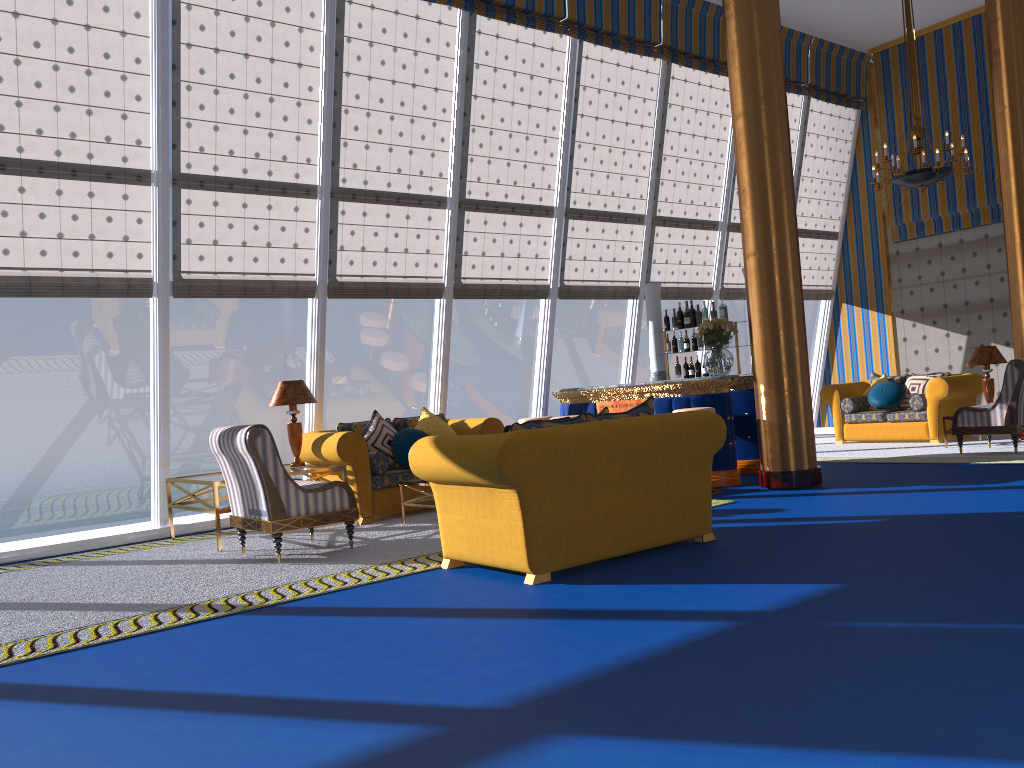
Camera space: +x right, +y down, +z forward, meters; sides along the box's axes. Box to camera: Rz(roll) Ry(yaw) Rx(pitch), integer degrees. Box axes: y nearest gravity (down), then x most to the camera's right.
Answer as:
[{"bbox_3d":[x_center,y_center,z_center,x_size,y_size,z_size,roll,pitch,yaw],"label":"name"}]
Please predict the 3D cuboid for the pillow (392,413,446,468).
[{"bbox_3d":[-0.927,0.587,8.953,0.617,0.546,0.244,-4,0,-41],"label":"pillow"}]

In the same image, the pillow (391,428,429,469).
[{"bbox_3d":[-0.923,0.618,8.426,0.477,0.404,0.317,-5,0,-25],"label":"pillow"}]

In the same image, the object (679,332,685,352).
[{"bbox_3d":[1.896,-0.471,9.926,0.058,0.230,0.059,-5,0,11],"label":"object"}]

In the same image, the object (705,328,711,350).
[{"bbox_3d":[2.137,-0.494,9.704,0.071,0.232,0.072,-5,0,31],"label":"object"}]

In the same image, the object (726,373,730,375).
[{"bbox_3d":[2.316,-0.222,9.612,0.062,0.258,0.061,-5,0,-38],"label":"object"}]

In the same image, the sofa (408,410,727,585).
[{"bbox_3d":[0.404,0.658,5.646,1.866,0.854,1.001,-4,-1,-37],"label":"sofa"}]

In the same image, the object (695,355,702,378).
[{"bbox_3d":[2.056,-0.195,9.800,0.065,0.244,0.066,-5,0,33],"label":"object"}]

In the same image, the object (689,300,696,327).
[{"bbox_3d":[1.998,-0.777,9.822,0.082,0.303,0.081,-5,0,-21],"label":"object"}]

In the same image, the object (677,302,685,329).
[{"bbox_3d":[1.884,-0.765,9.927,0.082,0.303,0.080,-5,0,-33],"label":"object"}]

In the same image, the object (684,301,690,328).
[{"bbox_3d":[1.949,-0.771,9.844,0.086,0.302,0.084,-5,0,-44],"label":"object"}]

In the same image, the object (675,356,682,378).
[{"bbox_3d":[1.866,-0.191,9.975,0.070,0.242,0.072,-5,0,34],"label":"object"}]

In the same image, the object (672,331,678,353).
[{"bbox_3d":[1.831,-0.472,9.985,0.065,0.244,0.066,-5,0,33],"label":"object"}]

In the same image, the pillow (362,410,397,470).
[{"bbox_3d":[-1.208,0.548,8.422,0.698,0.619,0.278,-4,0,-41],"label":"pillow"}]

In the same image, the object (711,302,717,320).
[{"bbox_3d":[2.192,-0.769,9.629,0.072,0.246,0.072,-5,0,11],"label":"object"}]

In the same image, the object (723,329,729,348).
[{"bbox_3d":[2.293,-0.513,9.545,0.072,0.244,0.071,-5,0,-18],"label":"object"}]

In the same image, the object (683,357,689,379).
[{"bbox_3d":[1.949,-0.181,9.928,0.066,0.244,0.065,-5,0,-34],"label":"object"}]

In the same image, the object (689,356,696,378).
[{"bbox_3d":[1.999,-0.186,9.867,0.068,0.244,0.069,-5,0,33],"label":"object"}]

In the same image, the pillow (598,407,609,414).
[{"bbox_3d":[0.542,0.399,5.815,0.617,0.491,0.230,-4,0,-33],"label":"pillow"}]

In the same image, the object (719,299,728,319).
[{"bbox_3d":[2.282,-0.786,9.578,0.091,0.259,0.092,-5,0,35],"label":"object"}]

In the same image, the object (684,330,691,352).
[{"bbox_3d":[1.945,-0.480,9.865,0.068,0.244,0.069,-5,0,33],"label":"object"}]

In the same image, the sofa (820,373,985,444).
[{"bbox_3d":[5.228,0.341,11.898,1.021,0.854,1.829,-4,-1,-37],"label":"sofa"}]

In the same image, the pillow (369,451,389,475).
[{"bbox_3d":[-1.287,0.720,8.108,0.176,0.219,0.369,-4,-1,-38],"label":"pillow"}]

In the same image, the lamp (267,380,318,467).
[{"bbox_3d":[-1.986,0.362,8.098,0.450,0.783,0.443,-5,0,-23],"label":"lamp"}]

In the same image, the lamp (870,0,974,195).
[{"bbox_3d":[4.503,-3.326,9.939,1.050,2.421,1.068,-5,0,29],"label":"lamp"}]

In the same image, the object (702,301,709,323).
[{"bbox_3d":[2.106,-0.772,9.675,0.070,0.271,0.068,-5,0,-28],"label":"object"}]

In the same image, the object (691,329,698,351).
[{"bbox_3d":[2.016,-0.490,9.801,0.065,0.244,0.066,-5,0,33],"label":"object"}]

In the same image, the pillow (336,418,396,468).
[{"bbox_3d":[-1.406,0.620,8.573,0.614,0.549,0.244,-4,0,-41],"label":"pillow"}]

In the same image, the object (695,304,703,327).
[{"bbox_3d":[2.053,-0.752,9.755,0.076,0.247,0.076,-5,0,16],"label":"object"}]

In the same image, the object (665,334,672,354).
[{"bbox_3d":[1.765,-0.455,10.029,0.065,0.225,0.066,-5,0,21],"label":"object"}]

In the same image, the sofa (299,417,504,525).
[{"bbox_3d":[-1.071,0.807,8.670,1.864,0.854,0.991,-4,-1,-38],"label":"sofa"}]

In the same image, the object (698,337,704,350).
[{"bbox_3d":[2.067,-0.492,9.742,0.056,0.239,0.057,-5,0,26],"label":"object"}]

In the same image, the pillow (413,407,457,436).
[{"bbox_3d":[-0.778,0.513,8.761,0.580,0.583,0.327,-5,0,-18],"label":"pillow"}]

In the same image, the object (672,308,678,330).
[{"bbox_3d":[1.849,-0.734,10.068,0.072,0.246,0.072,-5,0,11],"label":"object"}]

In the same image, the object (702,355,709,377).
[{"bbox_3d":[2.127,-0.202,9.752,0.068,0.244,0.069,-5,0,33],"label":"object"}]

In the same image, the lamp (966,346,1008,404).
[{"bbox_3d":[5.661,-0.056,10.548,0.442,0.783,0.451,-5,0,37],"label":"lamp"}]

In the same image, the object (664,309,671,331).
[{"bbox_3d":[1.764,-0.727,10.106,0.066,0.244,0.065,-5,0,-34],"label":"object"}]

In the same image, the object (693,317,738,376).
[{"bbox_3d":[0.976,-7.171,6.439,63.859,33.601,62.691,-4,-1,-32],"label":"object"}]
